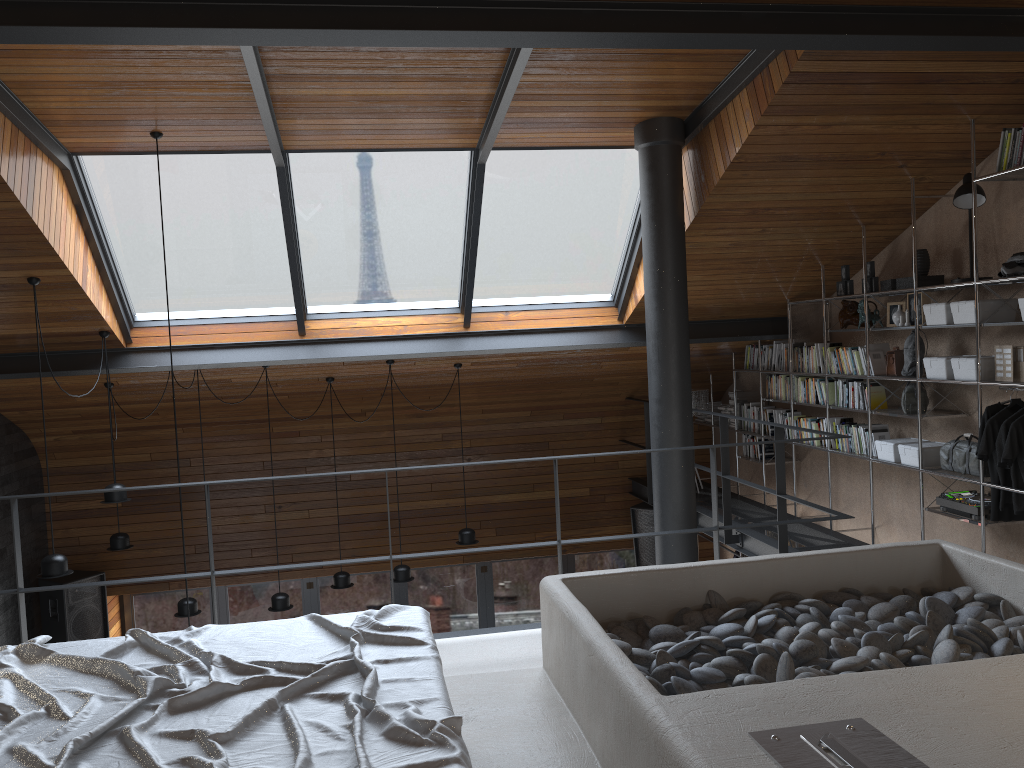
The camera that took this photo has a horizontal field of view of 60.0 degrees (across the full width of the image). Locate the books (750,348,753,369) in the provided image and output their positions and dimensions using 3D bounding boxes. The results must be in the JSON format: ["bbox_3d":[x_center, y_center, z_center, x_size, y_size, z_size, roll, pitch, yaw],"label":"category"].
[{"bbox_3d":[2.270,-0.236,8.198,0.130,0.202,0.063,-3,3,-10],"label":"books"}]

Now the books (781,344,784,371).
[{"bbox_3d":[2.379,-0.228,7.582,0.148,0.233,0.053,-3,3,-10],"label":"books"}]

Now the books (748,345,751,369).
[{"bbox_3d":[2.279,-0.253,8.250,0.148,0.229,0.073,-3,3,-10],"label":"books"}]

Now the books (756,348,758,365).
[{"bbox_3d":[2.285,-0.230,8.069,0.127,0.197,0.063,-3,3,-10],"label":"books"}]

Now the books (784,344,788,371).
[{"bbox_3d":[2.388,-0.229,7.561,0.148,0.234,0.033,-3,3,-10],"label":"books"}]

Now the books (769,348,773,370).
[{"bbox_3d":[2.336,-0.223,7.813,0.123,0.201,0.071,-3,3,-10],"label":"books"}]

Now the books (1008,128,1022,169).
[{"bbox_3d":[2.805,-1.281,4.848,0.160,0.228,0.080,-3,3,-10],"label":"books"}]

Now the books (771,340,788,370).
[{"bbox_3d":[2.357,-0.252,7.787,0.143,0.264,0.088,-3,3,-10],"label":"books"}]

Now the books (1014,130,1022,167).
[{"bbox_3d":[2.806,-1.270,4.812,0.146,0.208,0.071,-3,3,-10],"label":"books"}]

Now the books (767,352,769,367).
[{"bbox_3d":[2.331,-0.220,7.872,0.120,0.186,0.064,-3,3,-10],"label":"books"}]

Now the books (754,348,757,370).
[{"bbox_3d":[2.276,-0.230,8.078,0.127,0.197,0.063,-3,3,-10],"label":"books"}]

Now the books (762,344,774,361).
[{"bbox_3d":[2.300,-0.239,7.943,0.122,0.227,0.076,-3,3,-10],"label":"books"}]

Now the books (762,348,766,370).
[{"bbox_3d":[2.296,-0.223,7.933,0.111,0.194,0.059,-3,3,-10],"label":"books"}]

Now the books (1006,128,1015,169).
[{"bbox_3d":[2.800,-1.283,4.875,0.148,0.229,0.073,-3,3,-10],"label":"books"}]

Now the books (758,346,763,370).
[{"bbox_3d":[2.308,-0.239,8.020,0.161,0.220,0.074,-3,3,-10],"label":"books"}]

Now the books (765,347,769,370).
[{"bbox_3d":[2.322,-0.227,7.885,0.131,0.202,0.068,-3,3,-10],"label":"books"}]

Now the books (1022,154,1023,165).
[{"bbox_3d":[2.801,-1.262,4.746,0.127,0.197,0.063,-3,3,-10],"label":"books"}]

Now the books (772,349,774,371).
[{"bbox_3d":[2.342,-0.228,7.774,0.118,0.218,0.073,-3,3,-10],"label":"books"}]

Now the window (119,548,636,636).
[{"bbox_3d":[-1.232,2.654,9.849,5.936,1.522,0.101,-3,3,-10],"label":"window"}]

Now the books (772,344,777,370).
[{"bbox_3d":[2.342,-0.238,7.704,0.148,0.229,0.073,-3,3,-10],"label":"books"}]

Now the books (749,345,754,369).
[{"bbox_3d":[2.283,-0.250,8.223,0.160,0.228,0.080,-3,3,-10],"label":"books"}]

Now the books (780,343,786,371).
[{"bbox_3d":[2.408,-0.239,7.643,0.191,0.244,0.075,-3,3,-9],"label":"books"}]

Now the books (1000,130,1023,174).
[{"bbox_3d":[2.799,-1.285,4.914,0.169,0.229,0.077,-3,3,-10],"label":"books"}]

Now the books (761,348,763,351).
[{"bbox_3d":[2.293,-0.225,7.988,0.111,0.194,0.059,-3,3,-10],"label":"books"}]

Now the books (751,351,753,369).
[{"bbox_3d":[2.285,-0.239,8.187,0.146,0.208,0.071,-3,3,-10],"label":"books"}]

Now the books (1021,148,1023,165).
[{"bbox_3d":[2.810,-1.278,4.765,0.129,0.226,0.069,-3,3,-10],"label":"books"}]

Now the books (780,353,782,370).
[{"bbox_3d":[2.373,-0.210,7.622,0.131,0.178,0.057,-3,3,-10],"label":"books"}]

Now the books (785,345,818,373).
[{"bbox_3d":[2.417,-0.208,7.273,0.131,0.216,0.509,-3,3,-10],"label":"books"}]

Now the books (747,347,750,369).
[{"bbox_3d":[2.269,-0.247,8.265,0.149,0.202,0.067,-3,3,-10],"label":"books"}]

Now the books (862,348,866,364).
[{"bbox_3d":[2.586,-0.162,6.347,0.127,0.192,0.079,-3,3,-10],"label":"books"}]

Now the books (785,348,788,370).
[{"bbox_3d":[2.391,-0.211,7.538,0.143,0.199,0.019,-3,3,-10],"label":"books"}]

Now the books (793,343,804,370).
[{"bbox_3d":[2.406,-0.221,7.383,0.129,0.231,0.010,-3,3,-10],"label":"books"}]

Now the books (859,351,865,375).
[{"bbox_3d":[2.581,-0.164,6.399,0.127,0.192,0.079,-3,3,-10],"label":"books"}]

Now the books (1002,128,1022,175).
[{"bbox_3d":[2.813,-1.298,4.953,0.206,0.249,0.074,-3,3,-10],"label":"books"}]

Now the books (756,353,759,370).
[{"bbox_3d":[2.282,-0.215,8.060,0.119,0.169,0.058,-3,3,-10],"label":"books"}]

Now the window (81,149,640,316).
[{"bbox_3d":[-0.957,-1.127,6.566,3.818,1.031,1.213,-3,3,-10],"label":"window"}]

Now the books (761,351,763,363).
[{"bbox_3d":[2.287,-0.212,7.972,0.111,0.171,0.056,-3,3,-10],"label":"books"}]

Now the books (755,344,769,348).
[{"bbox_3d":[2.289,-0.247,8.140,0.129,0.226,0.069,-3,3,-10],"label":"books"}]

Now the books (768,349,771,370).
[{"bbox_3d":[2.334,-0.219,7.831,0.126,0.194,0.064,-3,3,-10],"label":"books"}]

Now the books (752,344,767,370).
[{"bbox_3d":[2.282,-0.252,8.154,0.143,0.233,0.081,-3,3,-10],"label":"books"}]

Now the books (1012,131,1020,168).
[{"bbox_3d":[2.792,-1.267,4.823,0.130,0.202,0.063,-3,3,-10],"label":"books"}]

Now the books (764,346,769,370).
[{"bbox_3d":[2.319,-0.232,7.897,0.137,0.213,0.068,-3,3,-10],"label":"books"}]

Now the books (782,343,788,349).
[{"bbox_3d":[2.387,-0.236,7.625,0.148,0.229,0.073,-3,3,-10],"label":"books"}]

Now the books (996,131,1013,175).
[{"bbox_3d":[2.778,-1.286,4.939,0.148,0.229,0.073,-3,3,-10],"label":"books"}]

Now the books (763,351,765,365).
[{"bbox_3d":[2.300,-0.212,7.928,0.112,0.173,0.054,-3,3,-10],"label":"books"}]

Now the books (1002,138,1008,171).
[{"bbox_3d":[2.782,-1.266,4.904,0.131,0.178,0.057,-3,3,-10],"label":"books"}]

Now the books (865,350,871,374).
[{"bbox_3d":[2.595,-0.164,6.320,0.125,0.200,0.088,-3,3,-10],"label":"books"}]

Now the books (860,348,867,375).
[{"bbox_3d":[2.577,-0.162,6.357,0.127,0.192,0.079,-3,3,-10],"label":"books"}]

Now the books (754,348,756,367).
[{"bbox_3d":[2.280,-0.232,8.121,0.127,0.197,0.063,-3,3,-10],"label":"books"}]

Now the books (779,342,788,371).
[{"bbox_3d":[2.401,-0.241,7.654,0.191,0.249,0.077,-3,3,-9],"label":"books"}]

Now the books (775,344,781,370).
[{"bbox_3d":[2.350,-0.236,7.658,0.148,0.229,0.073,-3,3,-10],"label":"books"}]

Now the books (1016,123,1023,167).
[{"bbox_3d":[2.803,-1.283,4.778,0.143,0.233,0.081,-3,3,-10],"label":"books"}]

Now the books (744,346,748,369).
[{"bbox_3d":[2.256,-0.255,8.314,0.148,0.229,0.073,-3,3,-10],"label":"books"}]

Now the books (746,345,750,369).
[{"bbox_3d":[2.277,-0.254,8.289,0.169,0.229,0.077,-3,3,-10],"label":"books"}]

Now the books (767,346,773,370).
[{"bbox_3d":[2.329,-0.231,7.841,0.133,0.215,0.070,-3,3,-9],"label":"books"}]

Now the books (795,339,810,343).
[{"bbox_3d":[2.420,-0.241,7.401,0.143,0.268,0.020,-3,3,-10],"label":"books"}]

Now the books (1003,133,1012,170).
[{"bbox_3d":[2.790,-1.277,4.890,0.149,0.202,0.067,-3,3,-10],"label":"books"}]

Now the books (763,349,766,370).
[{"bbox_3d":[2.315,-0.223,7.914,0.138,0.189,0.065,-3,3,-10],"label":"books"}]
